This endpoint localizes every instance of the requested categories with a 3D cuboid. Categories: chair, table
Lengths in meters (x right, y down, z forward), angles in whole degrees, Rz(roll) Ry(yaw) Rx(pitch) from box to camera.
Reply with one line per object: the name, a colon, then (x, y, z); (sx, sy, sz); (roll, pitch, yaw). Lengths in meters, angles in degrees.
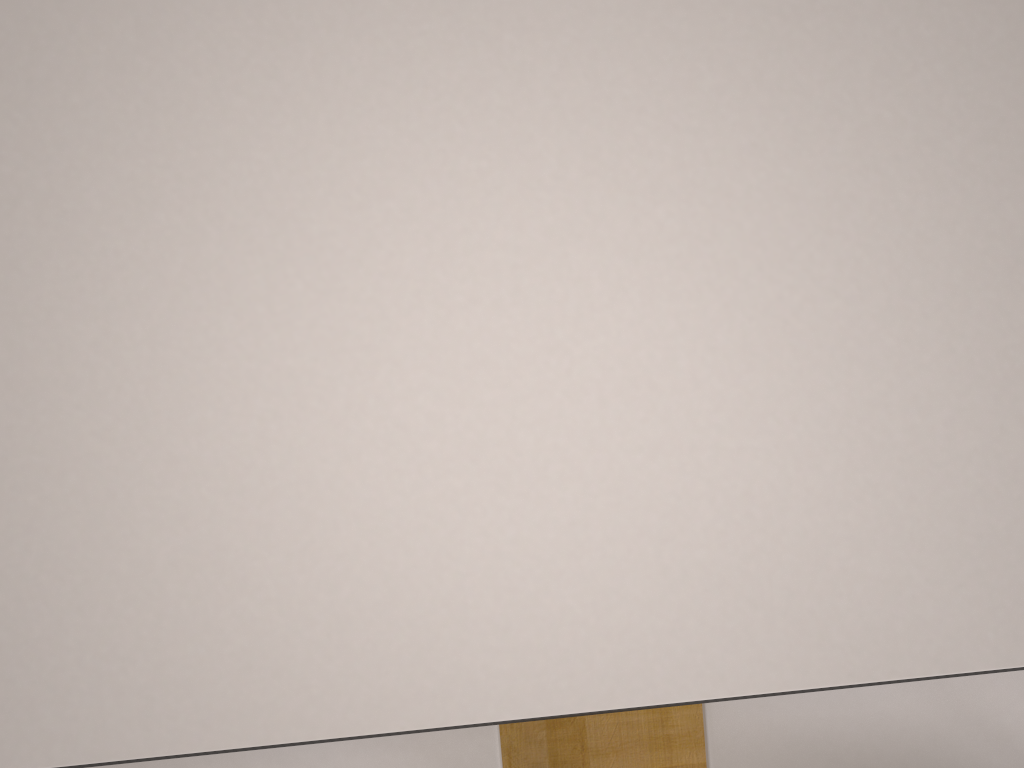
chair: (0.419, 0.366, 0.822); (0.561, 0.930, 0.576); (-5, 87, -2)
chair: (-0.238, 0.424, 0.796); (0.561, 0.930, 0.576); (-5, 87, -2)
table: (-0.341, -0.345, 0.944); (2.411, 0.721, 1.212); (-5, 87, -2)
